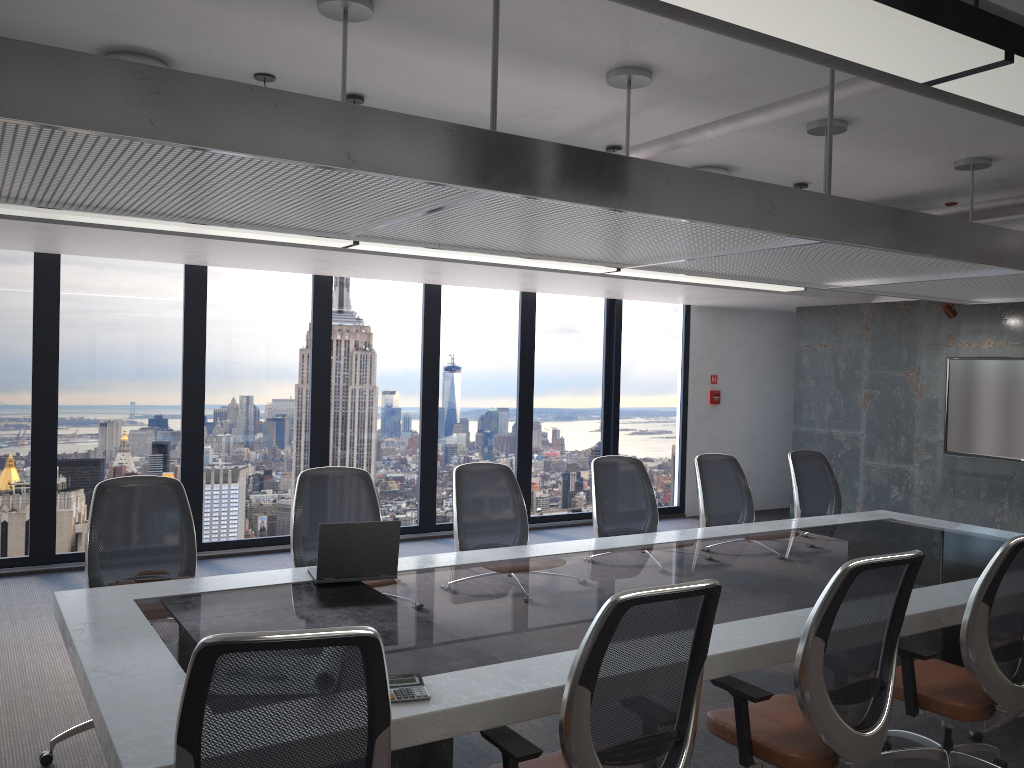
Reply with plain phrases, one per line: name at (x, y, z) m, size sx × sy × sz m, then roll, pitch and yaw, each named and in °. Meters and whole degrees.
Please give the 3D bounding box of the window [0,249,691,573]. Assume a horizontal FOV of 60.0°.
window at (-1.812, 0.189, 8.324) m, size 9.225 × 2.670 × 0.121 m, roll 1°, pitch 1°, yaw -32°

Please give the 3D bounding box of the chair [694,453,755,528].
chair at (1.611, 1.086, 6.004) m, size 0.828 × 1.166 × 0.789 m, roll 2°, pitch 1°, yaw 22°

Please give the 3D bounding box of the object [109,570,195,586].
object at (-1.639, 1.004, 4.038) m, size 0.378 × 0.308 × 0.138 m, roll 1°, pitch 1°, yaw -21°

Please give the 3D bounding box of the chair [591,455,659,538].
chair at (0.846, 1.073, 5.633) m, size 0.828 × 1.166 × 0.789 m, roll 2°, pitch 1°, yaw 28°

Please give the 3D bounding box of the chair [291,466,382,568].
chair at (-0.839, 1.047, 4.559) m, size 0.828 × 1.166 × 0.789 m, roll 2°, pitch 1°, yaw 33°

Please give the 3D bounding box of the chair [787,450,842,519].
chair at (2.416, 1.098, 6.505) m, size 0.828 × 1.166 × 0.789 m, roll 2°, pitch 1°, yaw 22°

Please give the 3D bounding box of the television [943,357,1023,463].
television at (5.239, 0.264, 7.135) m, size 0.101 × 0.960 × 3.667 m, roll 1°, pitch 1°, yaw -32°

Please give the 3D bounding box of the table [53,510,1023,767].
table at (0.914, 1.300, 4.350) m, size 5.498 × 0.745 × 1.898 m, roll 1°, pitch 1°, yaw -32°

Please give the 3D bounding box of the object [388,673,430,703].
object at (-0.321, 0.910, 2.660) m, size 0.126 × 0.026 × 0.161 m, roll 1°, pitch 1°, yaw -18°

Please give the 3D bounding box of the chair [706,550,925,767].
chair at (1.023, 1.118, 3.188) m, size 0.828 × 1.166 × 0.789 m, roll 2°, pitch 1°, yaw 22°

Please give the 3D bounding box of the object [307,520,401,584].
object at (-0.731, 0.749, 4.087) m, size 0.366 × 0.277 × 0.308 m, roll 1°, pitch 1°, yaw -22°

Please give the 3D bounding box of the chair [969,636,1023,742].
chair at (2.632, 1.142, 4.190) m, size 0.828 × 1.166 × 0.789 m, roll 2°, pitch 1°, yaw 22°

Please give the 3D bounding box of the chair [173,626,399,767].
chair at (-0.610, 1.092, 2.231) m, size 0.828 × 1.166 × 0.789 m, roll 2°, pitch 1°, yaw 38°

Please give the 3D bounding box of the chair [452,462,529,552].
chair at (0.002, 1.061, 5.003) m, size 0.828 × 1.166 × 0.789 m, roll 2°, pitch 1°, yaw 22°

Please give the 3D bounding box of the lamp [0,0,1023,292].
lamp at (0.910, -1.225, 4.255) m, size 6.097 × 0.908 × 4.126 m, roll 1°, pitch 1°, yaw -32°

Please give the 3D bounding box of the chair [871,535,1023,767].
chair at (1.828, 1.130, 3.689) m, size 0.828 × 1.166 × 0.789 m, roll 2°, pitch 1°, yaw 22°

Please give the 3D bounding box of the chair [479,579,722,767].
chair at (0.219, 1.105, 2.688) m, size 0.828 × 1.166 × 0.789 m, roll 2°, pitch 1°, yaw 22°

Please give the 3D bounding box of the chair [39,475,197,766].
chair at (-1.607, 1.037, 4.002) m, size 0.828 × 1.166 × 0.789 m, roll 2°, pitch 1°, yaw 22°
